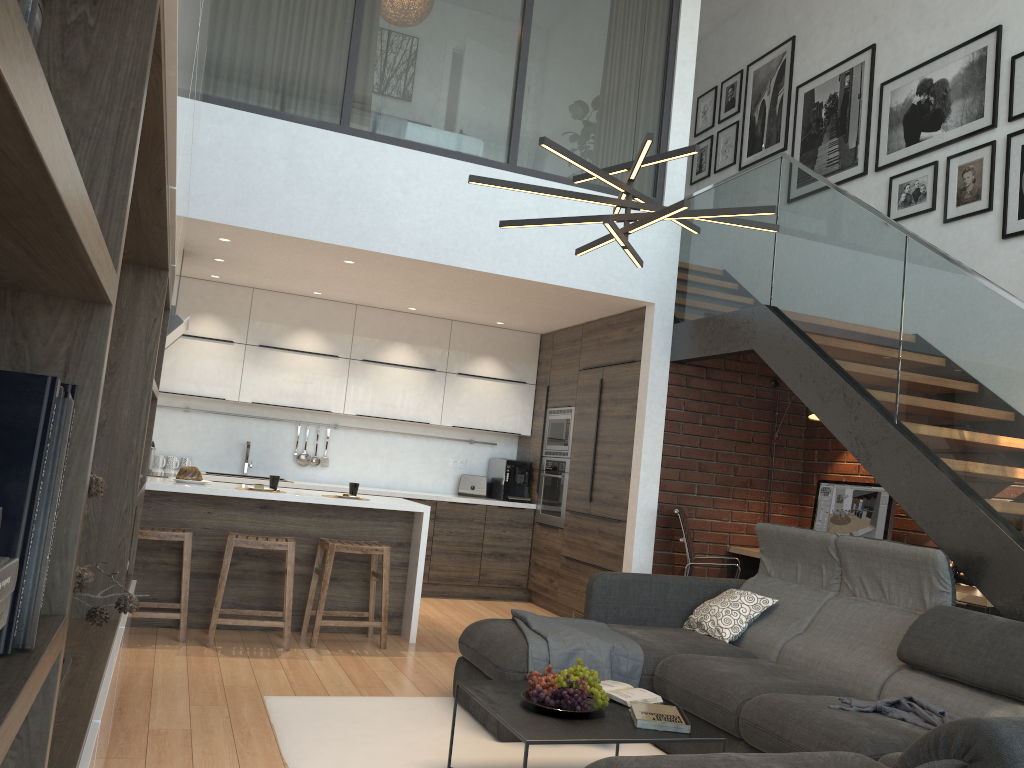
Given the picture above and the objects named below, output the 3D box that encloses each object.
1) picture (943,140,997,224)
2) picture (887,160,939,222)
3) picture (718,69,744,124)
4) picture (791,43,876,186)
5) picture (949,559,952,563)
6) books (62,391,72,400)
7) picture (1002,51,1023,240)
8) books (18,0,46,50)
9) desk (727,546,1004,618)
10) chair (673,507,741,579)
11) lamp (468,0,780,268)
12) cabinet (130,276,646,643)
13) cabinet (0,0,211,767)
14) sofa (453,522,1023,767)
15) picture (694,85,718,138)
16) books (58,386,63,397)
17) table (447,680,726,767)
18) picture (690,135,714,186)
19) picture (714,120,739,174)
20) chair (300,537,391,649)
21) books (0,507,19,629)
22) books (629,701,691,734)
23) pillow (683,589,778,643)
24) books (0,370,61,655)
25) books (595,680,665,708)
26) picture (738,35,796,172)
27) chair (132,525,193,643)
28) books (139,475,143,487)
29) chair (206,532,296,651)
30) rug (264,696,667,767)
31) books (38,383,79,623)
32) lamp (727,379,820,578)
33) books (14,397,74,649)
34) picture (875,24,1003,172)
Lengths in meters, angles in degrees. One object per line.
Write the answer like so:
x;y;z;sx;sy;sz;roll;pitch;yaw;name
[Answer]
2.843;-1.249;5.512;0.022;0.440;0.358;8;-6;-20;picture
2.684;-1.279;5.948;0.025;0.333;0.410;8;-6;-20;picture
2.028;-2.658;8.221;0.025;0.410;0.333;8;-6;-20;picture
2.448;-1.973;6.831;0.025;0.990;0.871;8;-6;-20;picture
2.652;0.994;5.160;0.049;0.329;0.279;8;-6;-20;picture
-0.578;0.119;0.911;0.191;0.249;0.084;8;-6;-20;books
3.239;-1.182;4.420;0.028;1.678;1.785;8;-6;-20;picture
-0.645;-0.315;0.913;0.259;0.321;0.128;8;-6;-20;books
2.169;1.512;5.416;0.610;0.750;2.182;8;-6;-20;desk
1.356;1.352;5.913;0.700;0.991;0.651;5;-6;14;chair
0.601;-2.307;3.441;1.200;3.645;0.831;7;-6;-10;lamp
-1.119;0.461;6.679;3.495;2.401;2.401;8;-6;-20;cabinet
-0.973;-0.026;1.933;0.338;2.494;4.036;8;-6;-20;cabinet
0.959;1.053;3.193;2.108;0.995;3.169;8;-6;-20;sofa
1.882;-2.638;8.605;0.025;0.410;0.333;8;-6;-20;picture
-0.556;0.114;0.851;0.192;0.254;0.075;8;-6;-21;books
0.227;1.280;3.061;0.700;0.323;0.700;8;-6;-20;table
1.832;-2.155;8.558;0.025;0.410;0.333;8;-6;-20;picture
1.979;-2.178;8.175;0.025;0.410;0.333;8;-6;-20;picture
-0.989;1.258;5.365;0.450;0.600;0.350;8;-6;-23;chair
-0.502;0.151;0.571;0.277;0.137;0.343;8;-6;-20;books
0.496;1.123;2.992;0.179;0.029;0.225;6;-5;3;books
1.487;1.079;3.506;0.386;0.364;2.734;8;-6;-17;pillow
-0.542;0.108;0.807;0.197;0.260;0.066;8;-6;-20;books
0.393;1.145;3.300;0.199;0.025;0.294;11;-7;-41;books
2.198;-2.404;7.662;0.025;0.990;0.654;8;-6;-20;picture
-2.045;1.115;5.018;0.450;0.600;0.350;8;-6;-20;chair
-1.504;0.349;3.243;0.250;0.047;0.310;7;-6;-15;books
-1.476;1.182;5.099;0.450;0.600;0.350;7;-6;-15;chair
0.059;1.447;3.137;1.606;0.013;2.496;8;-6;-21;rug
-0.590;0.116;0.943;0.197;0.260;0.066;8;-6;-20;books
2.071;0.932;6.080;0.462;2.003;1.054;10;-7;-36;lamp
-0.525;0.123;0.836;0.172;0.242;0.069;8;-6;-19;books
2.792;-1.853;5.865;0.025;0.654;0.990;8;-6;-20;picture
